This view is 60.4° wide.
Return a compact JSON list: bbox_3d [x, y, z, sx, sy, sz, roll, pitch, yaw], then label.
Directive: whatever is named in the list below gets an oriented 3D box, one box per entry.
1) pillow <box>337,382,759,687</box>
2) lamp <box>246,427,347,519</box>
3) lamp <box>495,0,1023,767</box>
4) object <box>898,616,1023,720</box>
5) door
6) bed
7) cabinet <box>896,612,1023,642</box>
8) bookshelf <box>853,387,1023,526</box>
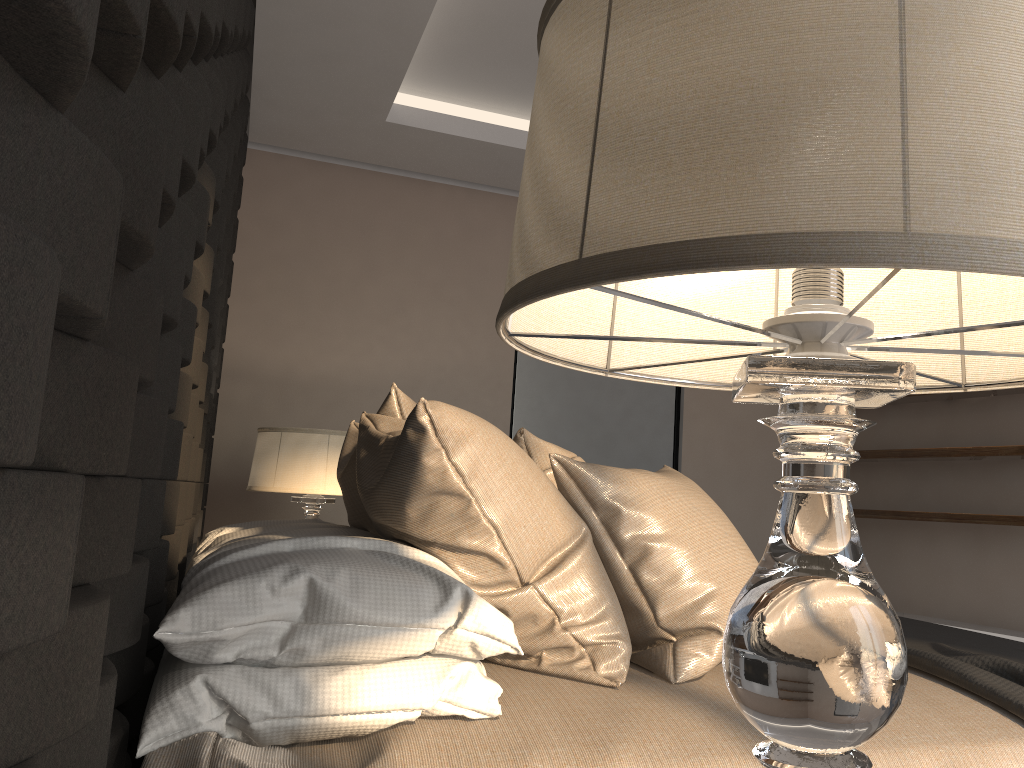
[{"bbox_3d":[0.089,0.291,2.007,0.930,0.519,1.213,5,-8,-17],"label":"pillow"},{"bbox_3d":[-0.738,0.494,3.238,0.443,0.632,0.487,-2,-9,33],"label":"lamp"},{"bbox_3d":[0.216,0.065,0.626,0.456,0.632,0.475,2,-8,13],"label":"lamp"},{"bbox_3d":[0.866,0.754,2.309,0.641,0.323,1.973,6,-8,-18],"label":"object"},{"bbox_3d":[0.437,0.494,4.774,1.036,2.098,0.148,7,-9,-20],"label":"door"},{"bbox_3d":[0.418,0.885,2.111,2.378,0.625,2.204,6,-8,-19],"label":"bed"},{"bbox_3d":[2.714,1.258,3.204,0.472,0.370,4.346,7,-9,-27],"label":"cabinet"},{"bbox_3d":[2.873,0.491,3.360,0.242,1.206,4.308,8,-9,-27],"label":"bookshelf"}]
